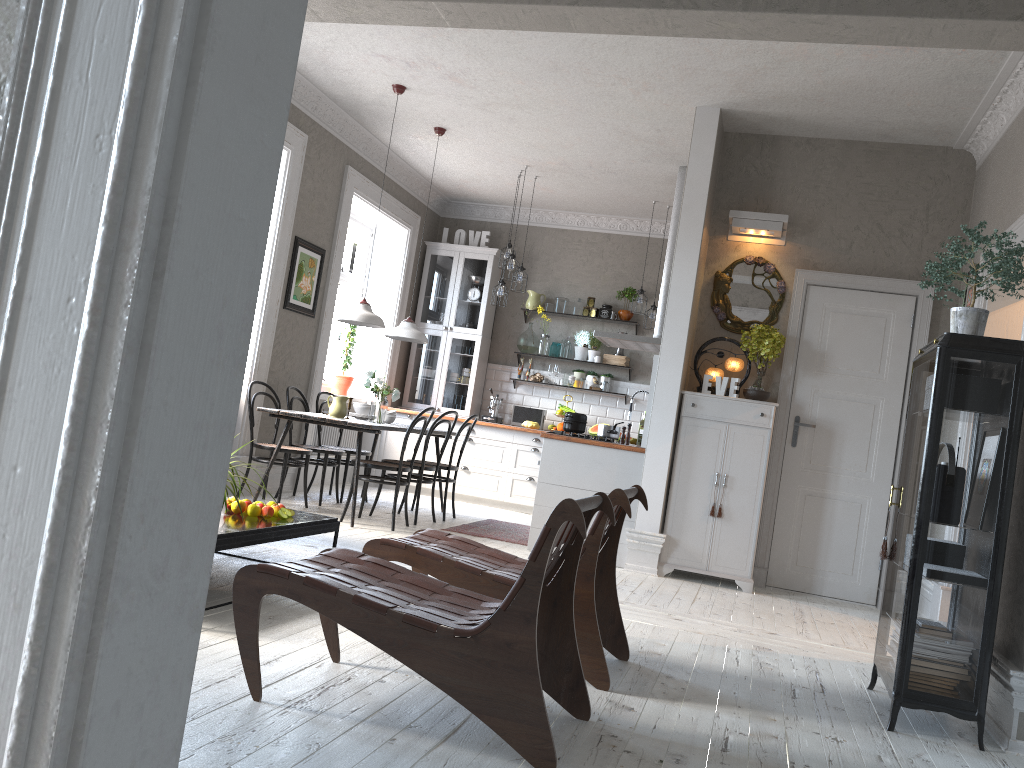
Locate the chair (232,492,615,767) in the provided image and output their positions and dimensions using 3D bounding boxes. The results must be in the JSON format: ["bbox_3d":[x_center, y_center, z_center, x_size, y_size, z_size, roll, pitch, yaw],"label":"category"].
[{"bbox_3d":[-0.250,0.623,2.688,1.006,0.721,0.512,8,-3,14],"label":"chair"}]

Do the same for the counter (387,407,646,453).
[{"bbox_3d":[-0.103,0.396,8.222,3.129,0.039,3.424,8,-3,15],"label":"counter"}]

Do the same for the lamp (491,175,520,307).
[{"bbox_3d":[0.000,-1.619,8.676,0.148,1.735,0.145,10,-3,-18],"label":"lamp"}]

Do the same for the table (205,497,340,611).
[{"bbox_3d":[-1.456,0.706,3.873,0.840,0.303,1.323,8,-3,15],"label":"table"}]

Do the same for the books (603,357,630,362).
[{"bbox_3d":[1.140,-0.268,9.653,0.257,0.011,0.160,8,-3,20],"label":"books"}]

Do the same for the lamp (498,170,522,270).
[{"bbox_3d":[0.073,-1.959,8.523,0.146,1.735,0.147,9,-3,2],"label":"lamp"}]

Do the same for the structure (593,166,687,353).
[{"bbox_3d":[1.241,-1.113,7.769,0.705,1.596,0.719,8,-3,15],"label":"structure"}]

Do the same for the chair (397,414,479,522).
[{"bbox_3d":[-0.623,0.675,7.531,0.544,0.921,0.441,8,-3,12],"label":"chair"}]

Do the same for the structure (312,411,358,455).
[{"bbox_3d":[-1.796,0.491,8.828,0.147,0.428,1.234,8,-3,14],"label":"structure"}]

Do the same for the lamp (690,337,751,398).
[{"bbox_3d":[1.503,-0.063,6.386,0.443,0.558,0.174,8,-3,22],"label":"lamp"}]

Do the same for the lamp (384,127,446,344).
[{"bbox_3d":[-0.764,-1.291,7.612,0.374,1.859,0.385,8,-3,22],"label":"lamp"}]

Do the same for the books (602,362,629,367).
[{"bbox_3d":[1.131,-0.215,9.650,0.257,0.011,0.160,8,-3,20],"label":"books"}]

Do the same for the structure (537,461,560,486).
[{"bbox_3d":[0.535,0.762,6.682,0.612,0.623,0.628,8,-3,15],"label":"structure"}]

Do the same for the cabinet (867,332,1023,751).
[{"bbox_3d":[1.693,0.574,3.482,0.344,1.472,0.624,8,-3,15],"label":"cabinet"}]

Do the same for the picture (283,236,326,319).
[{"bbox_3d":[-1.775,-0.907,7.615,0.020,0.620,0.526,8,-3,16],"label":"picture"}]

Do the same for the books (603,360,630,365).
[{"bbox_3d":[1.135,-0.236,9.651,0.257,0.016,0.160,8,-3,24],"label":"books"}]

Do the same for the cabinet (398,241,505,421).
[{"bbox_3d":[-0.660,-0.578,9.959,0.870,1.921,0.391,8,-3,14],"label":"cabinet"}]

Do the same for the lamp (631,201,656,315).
[{"bbox_3d":[1.388,-1.557,8.876,0.150,1.735,0.143,11,-4,-43],"label":"lamp"}]

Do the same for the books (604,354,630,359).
[{"bbox_3d":[1.145,-0.300,9.654,0.257,0.011,0.160,8,-3,20],"label":"books"}]

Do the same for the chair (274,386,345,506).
[{"bbox_3d":[-1.647,0.510,7.324,0.544,0.921,0.441,8,-3,12],"label":"chair"}]

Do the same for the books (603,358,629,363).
[{"bbox_3d":[1.138,-0.258,9.652,0.258,0.011,0.159,8,-3,17],"label":"books"}]

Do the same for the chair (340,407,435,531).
[{"bbox_3d":[-0.912,0.588,6.546,0.544,0.921,0.441,8,-3,12],"label":"chair"}]

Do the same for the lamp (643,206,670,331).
[{"bbox_3d":[1.528,-1.408,8.969,0.148,1.735,0.145,9,-3,-13],"label":"lamp"}]

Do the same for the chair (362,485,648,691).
[{"bbox_3d":[-0.018,0.694,3.520,1.006,0.721,0.512,8,-3,14],"label":"chair"}]

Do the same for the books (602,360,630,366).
[{"bbox_3d":[1.133,-0.225,9.650,0.256,0.016,0.160,7,-3,27],"label":"books"}]

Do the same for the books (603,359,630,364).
[{"bbox_3d":[1.136,-0.246,9.652,0.257,0.011,0.160,8,-3,20],"label":"books"}]

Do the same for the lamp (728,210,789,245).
[{"bbox_3d":[1.791,-1.139,6.461,0.411,0.171,0.222,8,-3,14],"label":"lamp"}]

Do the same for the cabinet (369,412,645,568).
[{"bbox_3d":[0.304,0.875,8.237,2.023,0.854,4.119,10,-3,-28],"label":"cabinet"}]

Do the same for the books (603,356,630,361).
[{"bbox_3d":[1.141,-0.279,9.653,0.256,0.016,0.160,7,-3,27],"label":"books"}]

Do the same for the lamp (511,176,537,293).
[{"bbox_3d":[0.190,-1.753,8.639,0.146,1.735,0.147,9,-3,2],"label":"lamp"}]

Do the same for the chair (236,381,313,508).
[{"bbox_3d":[-1.794,0.464,6.784,0.541,0.921,0.444,8,-3,22],"label":"chair"}]

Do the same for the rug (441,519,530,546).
[{"bbox_3d":[-0.033,1.210,7.290,0.728,0.014,1.302,8,-3,16],"label":"rug"}]

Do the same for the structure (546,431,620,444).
[{"bbox_3d":[0.567,0.399,6.711,0.491,0.031,0.612,8,-3,15],"label":"structure"}]

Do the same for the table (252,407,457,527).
[{"bbox_3d":[-1.207,0.665,7.183,0.895,0.735,1.939,8,-3,16],"label":"table"}]

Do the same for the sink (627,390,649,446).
[{"bbox_3d":[0.891,0.382,7.308,0.523,0.720,0.491,8,-3,15],"label":"sink"}]

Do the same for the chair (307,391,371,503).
[{"bbox_3d":[-1.499,0.553,7.792,0.540,0.921,0.445,7,-3,27],"label":"chair"}]

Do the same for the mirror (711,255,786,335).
[{"bbox_3d":[1.736,-0.659,6.517,0.527,0.594,0.072,8,-3,14],"label":"mirror"}]

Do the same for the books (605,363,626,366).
[{"bbox_3d":[1.130,-0.203,9.649,0.258,0.011,0.159,8,-3,17],"label":"books"}]

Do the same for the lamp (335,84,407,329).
[{"bbox_3d":[-1.007,-1.365,6.745,0.387,1.859,0.371,11,-4,-37],"label":"lamp"}]

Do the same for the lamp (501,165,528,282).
[{"bbox_3d":[0.101,-1.831,8.340,0.149,1.735,0.144,10,-3,-28],"label":"lamp"}]

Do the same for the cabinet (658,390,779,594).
[{"bbox_3d":[1.445,0.742,6.229,0.659,1.297,0.387,8,-3,14],"label":"cabinet"}]

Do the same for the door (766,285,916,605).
[{"bbox_3d":[2.336,0.410,6.285,0.744,2.183,0.081,8,-3,14],"label":"door"}]

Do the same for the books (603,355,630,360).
[{"bbox_3d":[1.143,-0.289,9.654,0.257,0.016,0.160,8,-3,24],"label":"books"}]

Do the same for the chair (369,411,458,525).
[{"bbox_3d":[-0.771,0.632,7.066,0.541,0.921,0.444,8,-3,22],"label":"chair"}]
